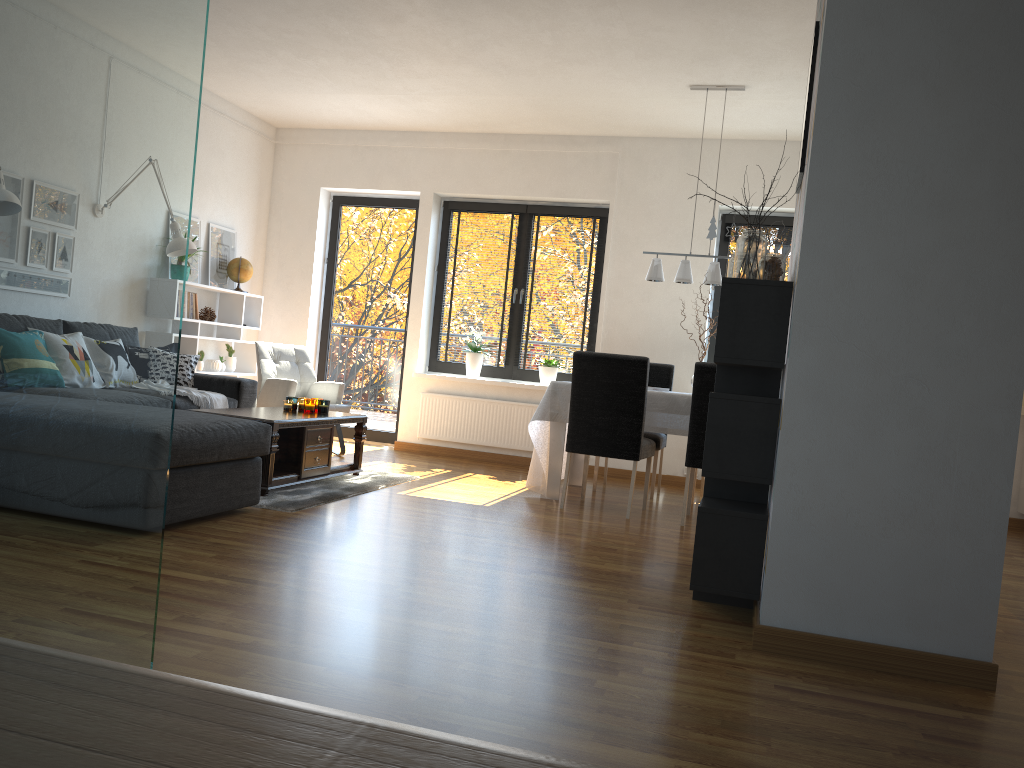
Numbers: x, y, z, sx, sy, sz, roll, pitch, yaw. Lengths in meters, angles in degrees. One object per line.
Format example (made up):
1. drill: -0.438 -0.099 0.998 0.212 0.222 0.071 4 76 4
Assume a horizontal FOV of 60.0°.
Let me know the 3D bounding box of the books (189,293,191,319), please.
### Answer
1. books: -2.534 -0.605 6.825 0.131 0.204 0.035 6 2 15

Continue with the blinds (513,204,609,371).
1. blinds: 0.416 -0.806 7.586 0.710 1.423 0.049 6 2 15

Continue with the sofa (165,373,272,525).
1. sofa: -2.088 0.101 4.962 2.162 0.848 2.508 6 1 15

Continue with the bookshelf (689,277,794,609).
1. bookshelf: 0.940 0.244 3.628 0.237 1.201 1.190 6 1 15

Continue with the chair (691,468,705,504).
1. chair: 1.562 0.378 6.283 0.461 0.960 0.545 6 2 20

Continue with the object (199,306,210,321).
1. object: -2.472 -0.565 7.121 0.103 0.127 0.094 5 2 -29

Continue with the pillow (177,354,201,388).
1. pillow: -2.286 -0.084 5.996 0.358 0.312 0.169 5 2 -34

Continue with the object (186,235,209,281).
1. object: -2.523 -0.968 6.779 0.387 0.372 0.424 6 1 2

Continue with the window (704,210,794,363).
1. window: 2.367 -0.563 7.090 1.560 1.588 0.119 6 2 15

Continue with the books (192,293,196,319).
1. books: -2.519 -0.608 6.882 0.128 0.211 0.061 6 2 16

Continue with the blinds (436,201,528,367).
1. blinds: -0.277 -0.877 7.777 0.710 1.423 0.049 6 2 15

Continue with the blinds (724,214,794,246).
1. blinds: 2.073 -1.236 7.128 0.710 0.230 0.049 6 2 15

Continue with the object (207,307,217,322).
1. object: -2.448 -0.562 7.198 0.096 0.125 0.101 6 2 30

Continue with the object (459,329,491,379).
1. object: -0.315 -0.267 7.608 0.286 0.444 0.340 6 2 4

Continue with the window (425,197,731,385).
1. window: 3.585 1.547 18.958 21.841 18.379 12.960 4 2 -45

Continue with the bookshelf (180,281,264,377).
1. bookshelf: -2.487 -0.181 7.184 0.237 1.201 1.190 6 1 15

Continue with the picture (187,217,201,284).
1. picture: -2.571 -1.058 6.969 0.059 0.532 0.390 6 2 15

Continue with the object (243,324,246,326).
1. object: -2.331 -0.615 7.669 0.066 0.230 0.075 5 2 -5

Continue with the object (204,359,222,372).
1. object: -2.444 -0.150 7.247 0.134 0.098 0.132 5 1 -15

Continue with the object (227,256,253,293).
1. object: -2.314 -0.927 7.533 0.215 0.305 0.217 7 2 32

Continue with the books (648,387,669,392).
1. books: 0.883 0.026 5.920 0.278 0.022 0.204 6 1 42

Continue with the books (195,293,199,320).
1. books: -2.507 -0.606 6.912 0.132 0.204 0.070 6 2 16

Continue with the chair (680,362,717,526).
1. chair: 1.301 0.369 5.333 0.461 0.960 0.544 6 2 15

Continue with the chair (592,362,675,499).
1. chair: 0.887 0.309 6.468 0.461 0.960 0.544 6 2 15

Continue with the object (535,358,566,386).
1. object: 0.314 -0.100 7.491 0.267 0.237 0.283 6 1 -3

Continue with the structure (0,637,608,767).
1. structure: 1.080 -0.991 0.563 2.684 4.133 4.582 6 1 15

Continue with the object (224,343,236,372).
1. object: -2.378 -0.217 7.492 0.098 0.236 0.097 6 2 3

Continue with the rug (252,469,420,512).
1. rug: -1.364 0.581 5.386 1.051 0.034 1.813 6 1 15

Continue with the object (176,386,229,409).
1. object: -2.168 0.094 5.627 0.605 0.212 0.488 6 1 11

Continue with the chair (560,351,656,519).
1. chair: 0.626 0.300 5.518 0.461 0.960 0.545 6 2 20

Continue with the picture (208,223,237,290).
1. picture: -2.436 -1.053 7.460 0.059 0.532 0.390 6 2 15

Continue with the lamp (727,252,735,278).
1. lamp: 0.863 -0.427 3.342 0.098 0.131 0.106 6 2 28

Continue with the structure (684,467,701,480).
1. structure: 2.093 0.595 6.910 1.456 0.460 0.078 6 2 17

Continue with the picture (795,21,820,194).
1. picture: 1.153 -1.063 3.466 0.014 0.559 0.365 6 2 15

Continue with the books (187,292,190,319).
1. books: -2.538 -0.608 6.803 0.133 0.209 0.044 6 2 15

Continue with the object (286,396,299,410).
1. object: -1.382 0.122 5.565 0.079 0.081 0.079 6 1 10

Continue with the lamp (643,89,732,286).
1. lamp: 1.293 -1.305 5.870 0.759 1.285 0.131 6 2 15

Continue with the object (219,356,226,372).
1. object: -2.421 -0.170 7.384 0.072 0.137 0.072 5 2 -4

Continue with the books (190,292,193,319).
1. books: -2.528 -0.608 6.846 0.133 0.208 0.044 6 2 16

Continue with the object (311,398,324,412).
1. object: -1.251 0.133 5.680 0.079 0.081 0.079 6 1 10

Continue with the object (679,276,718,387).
1. object: 1.275 -0.318 5.855 0.403 0.785 0.615 5 2 -10

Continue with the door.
1. door: -1.314 -0.596 8.102 0.976 2.276 0.119 6 2 15

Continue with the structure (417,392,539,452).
1. structure: -0.108 0.369 7.514 1.456 0.460 0.078 6 2 14

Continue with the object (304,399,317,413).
1. object: -1.261 0.135 5.531 0.079 0.081 0.079 6 1 10

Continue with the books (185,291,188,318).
1. books: -2.547 -0.608 6.776 0.135 0.208 0.048 6 2 15

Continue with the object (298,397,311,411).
1. object: -1.313 0.128 5.603 0.079 0.081 0.079 6 1 10

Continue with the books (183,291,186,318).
1. books: -2.549 -0.609 6.747 0.133 0.210 0.044 6 2 16

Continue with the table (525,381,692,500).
1. table: 1.106 0.439 5.936 1.855 0.763 1.235 6 1 16

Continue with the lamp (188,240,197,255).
1. lamp: -2.482 -1.223 6.094 0.698 0.670 0.200 6 2 6

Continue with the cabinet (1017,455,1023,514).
1. cabinet: 3.177 0.571 4.456 0.040 0.690 4.223 6 1 15

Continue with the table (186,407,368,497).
1. table: -1.381 0.374 5.300 0.570 0.409 1.179 6 1 15

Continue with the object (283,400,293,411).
1. object: -1.386 0.133 5.489 0.060 0.061 0.060 6 2 20

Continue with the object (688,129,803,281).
1. object: 0.832 -0.624 3.216 0.426 0.522 0.298 6 2 12

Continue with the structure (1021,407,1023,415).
1. structure: 3.416 0.132 6.511 0.594 0.129 0.147 6 1 15

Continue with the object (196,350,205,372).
1. object: -2.469 -0.186 6.971 0.087 0.173 0.088 7 2 31

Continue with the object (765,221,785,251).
1. object: 1.114 -0.541 3.979 0.163 0.383 0.154 7 2 32

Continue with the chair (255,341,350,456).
1. chair: -1.675 0.114 6.923 0.684 0.832 0.545 7 2 40

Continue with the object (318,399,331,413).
1. object: -1.189 0.141 5.595 0.079 0.081 0.079 6 1 10
